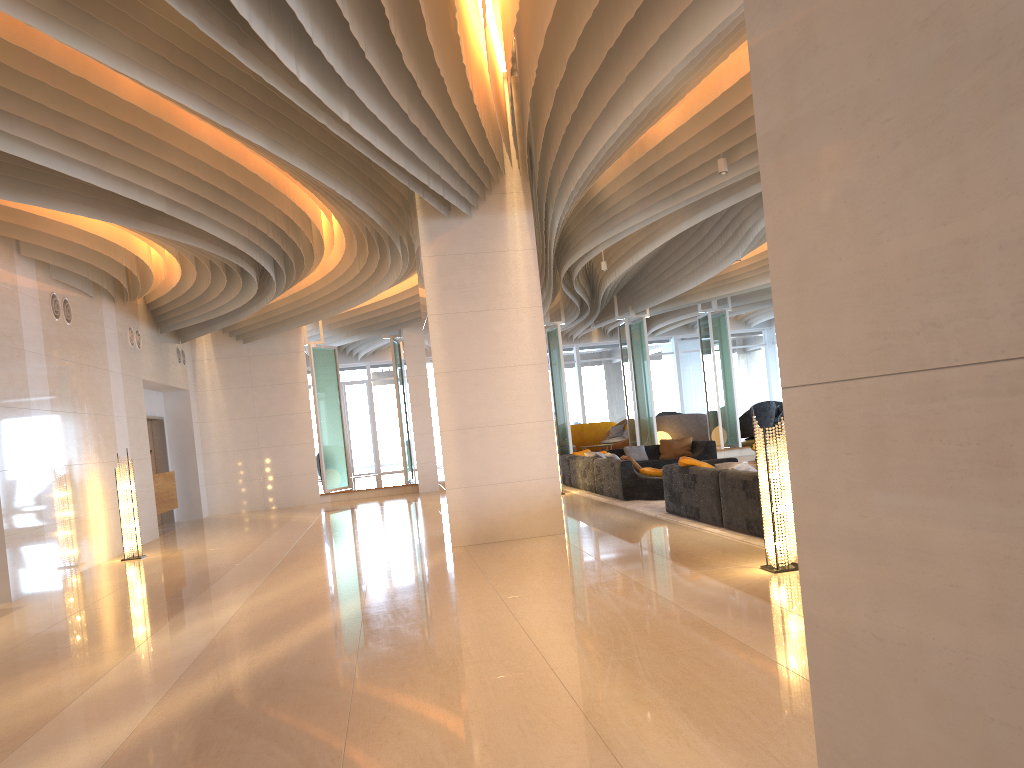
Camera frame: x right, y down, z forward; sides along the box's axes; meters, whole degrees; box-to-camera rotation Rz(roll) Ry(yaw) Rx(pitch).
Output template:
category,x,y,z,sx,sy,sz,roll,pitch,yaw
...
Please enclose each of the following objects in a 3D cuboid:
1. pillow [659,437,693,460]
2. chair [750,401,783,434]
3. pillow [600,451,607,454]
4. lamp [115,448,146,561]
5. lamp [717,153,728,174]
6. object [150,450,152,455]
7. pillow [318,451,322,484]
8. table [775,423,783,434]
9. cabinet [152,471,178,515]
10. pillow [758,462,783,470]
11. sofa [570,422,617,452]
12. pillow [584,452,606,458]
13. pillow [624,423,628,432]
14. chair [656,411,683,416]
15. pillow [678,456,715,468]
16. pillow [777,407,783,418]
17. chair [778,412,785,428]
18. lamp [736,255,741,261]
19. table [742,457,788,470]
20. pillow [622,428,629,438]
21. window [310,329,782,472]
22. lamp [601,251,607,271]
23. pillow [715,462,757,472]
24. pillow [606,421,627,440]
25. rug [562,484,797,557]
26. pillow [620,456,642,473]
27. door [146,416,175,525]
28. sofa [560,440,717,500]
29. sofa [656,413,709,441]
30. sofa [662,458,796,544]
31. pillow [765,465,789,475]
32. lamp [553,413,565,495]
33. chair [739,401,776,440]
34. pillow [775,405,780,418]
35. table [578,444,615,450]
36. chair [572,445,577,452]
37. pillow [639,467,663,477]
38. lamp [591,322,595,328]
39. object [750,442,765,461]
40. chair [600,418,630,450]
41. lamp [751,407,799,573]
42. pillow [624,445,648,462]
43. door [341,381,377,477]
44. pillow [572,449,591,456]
category,x,y,z,sx,sy,sz,roll,pitch,yaw
pillow,3.131,1.223,16.937,0.634,0.378,0.551,-6,-2,13
chair,8.006,1.001,27.078,1.515,1.006,1.138,-6,-1,3
pillow,1.543,1.299,15.065,0.329,0.335,0.416,-5,-2,-43
lamp,-5.033,1.570,11.616,0.251,1.451,0.249,-6,1,-9
lamp,2.008,-2.827,8.731,0.090,1.507,0.088,-6,1,-18
object,-6.125,1.266,14.784,0.268,0.497,0.234,-6,0,-22
pillow,-4.929,1.995,20.304,1.526,1.006,1.130,-5,-1,-12
table,8.247,1.275,26.066,1.081,0.318,0.817,-6,-2,-3
cabinet,-6.202,1.873,15.144,0.562,0.662,1.504,-6,-2,-9
pillow,2.514,0.894,8.159,0.445,0.410,0.599,-6,-2,-7
sofa,1.784,1.571,24.654,2.585,0.901,1.100,-5,-1,-20
pillow,1.547,1.290,14.725,0.550,0.377,0.648,-5,-2,-13
pillow,3.172,1.187,23.573,0.376,0.422,0.598,-5,-2,-31
chair,4.850,1.252,25.604,1.535,1.006,1.123,-5,-1,-26
pillow,2.171,0.997,10.057,0.544,0.378,0.643,-6,-2,13
pillow,8.352,0.874,27.108,0.499,0.409,0.468,-6,-1,18
chair,8.278,0.879,25.062,1.523,1.006,1.133,-6,-1,-7
lamp,3.562,-2.726,14.228,0.088,1.507,0.090,-5,1,36
table,3.928,1.394,14.274,1.608,0.220,1.594,-5,-3,-9
pillow,3.116,1.220,23.154,0.465,0.409,0.502,-6,-1,-7
window,8.315,-0.885,12.215,22.475,3.220,53.690,-3,-4,-44
lamp,1.368,-2.522,13.846,0.088,1.507,0.090,-5,1,36
pillow,2.374,0.994,9.184,0.422,0.377,0.584,-6,-2,-7
pillow,2.823,1.250,23.764,0.612,0.454,0.479,-7,-2,42
rug,4.612,1.214,9.513,5.537,0.022,16.154,-5,-3,-8
pillow,1.781,1.189,12.943,0.330,0.311,0.422,-6,-1,-7
door,-6.819,1.672,16.879,0.247,2.101,1.398,-6,0,-8
sofa,2.645,1.321,14.626,2.837,0.653,5.068,-5,-3,-9
sofa,4.444,1.252,23.607,2.526,0.901,1.126,-8,-2,41
sofa,2.503,1.097,8.811,0.946,0.582,3.762,-6,-3,-8
pillow,2.530,0.841,7.513,0.554,0.378,0.631,-5,-2,-31
lamp,0.677,1.146,14.924,0.251,1.451,0.249,-6,1,-9
chair,6.639,1.014,24.402,1.539,1.006,1.121,-5,-2,-36
pillow,7.996,0.874,27.326,0.607,0.422,0.371,-6,-1,-6
table,2.183,1.736,22.790,0.828,0.318,1.068,-5,-3,-27
chair,1.046,1.494,22.543,1.137,1.005,1.517,-6,-2,-1
pillow,2.069,1.251,12.677,0.406,0.136,0.421,-7,-3,25
lamp,1.963,-2.181,22.376,0.089,1.507,0.089,-6,1,0
object,4.015,1.093,14.439,0.234,0.377,0.268,-6,0,23
chair,2.958,1.344,23.465,1.147,1.005,1.504,-5,-2,-21
lamp,1.917,0.749,6.447,0.251,1.198,0.249,-6,1,-9
pillow,2.342,1.324,16.783,0.409,0.312,0.321,-6,-1,-7
door,-4.858,1.368,26.208,1.466,2.772,0.060,-6,1,-10
pillow,1.378,1.390,16.607,0.414,0.316,0.336,-5,-1,-37
